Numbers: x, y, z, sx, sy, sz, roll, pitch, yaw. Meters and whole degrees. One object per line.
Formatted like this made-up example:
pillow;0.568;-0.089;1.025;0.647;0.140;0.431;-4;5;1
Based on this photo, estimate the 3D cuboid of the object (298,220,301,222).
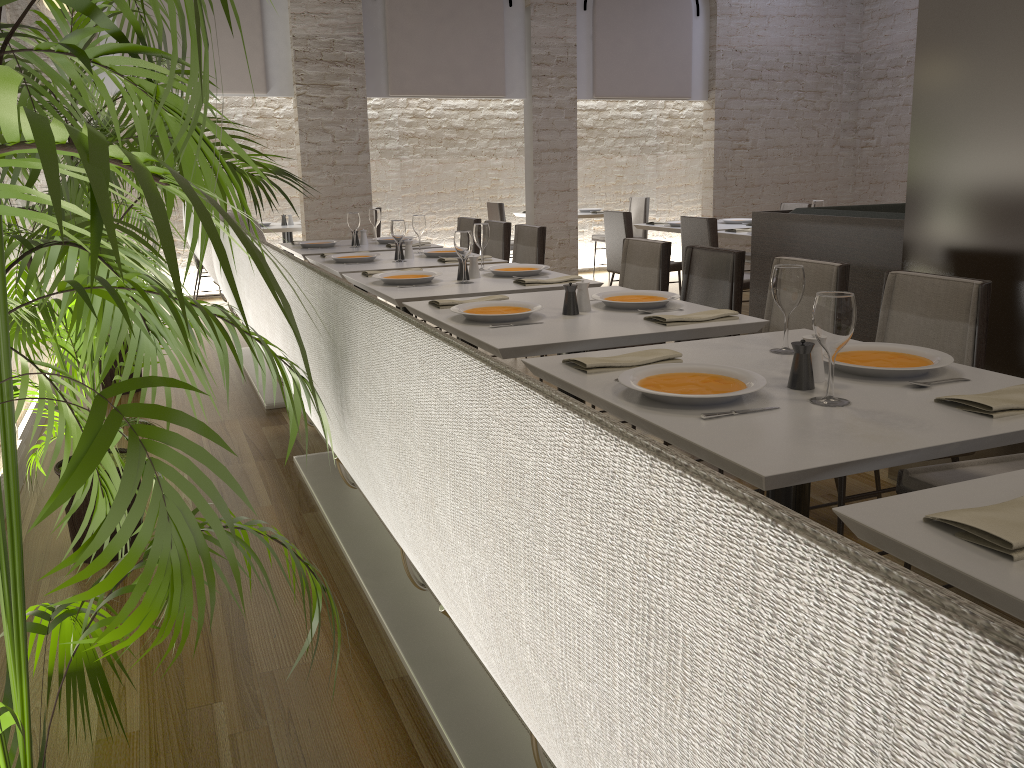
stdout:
object;-1.986;-1.616;8.851;0.322;0.036;0.324;2;14;13

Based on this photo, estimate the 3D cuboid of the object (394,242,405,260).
object;-0.644;-0.765;5.057;0.059;0.108;0.060;2;12;13

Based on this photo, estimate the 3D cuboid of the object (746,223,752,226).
object;2.057;-1.297;7.198;0.273;0.033;0.143;-7;15;-22

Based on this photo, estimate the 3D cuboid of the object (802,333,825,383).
object;0.694;-0.063;2.042;0.059;0.108;0.060;-8;14;-30

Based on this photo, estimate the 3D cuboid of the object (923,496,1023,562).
object;0.724;0.184;1.217;0.273;0.033;0.143;-7;15;-22

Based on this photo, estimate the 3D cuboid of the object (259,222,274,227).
object;-2.484;-1.557;8.655;0.322;0.036;0.324;2;14;13

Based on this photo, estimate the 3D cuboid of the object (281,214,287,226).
object;-2.233;-1.607;8.675;0.059;0.108;0.060;-6;13;-20

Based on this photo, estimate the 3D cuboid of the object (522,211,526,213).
object;0.270;-1.966;10.118;0.273;0.033;0.143;-7;15;-22

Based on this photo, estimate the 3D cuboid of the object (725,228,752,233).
object;1.744;-1.148;6.610;0.273;0.033;0.143;-7;15;-22

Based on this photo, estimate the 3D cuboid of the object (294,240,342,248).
object;-1.329;-0.956;6.072;0.321;0.036;0.324;2;14;15

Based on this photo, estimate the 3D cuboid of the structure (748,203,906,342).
structure;4.542;0.476;0.786;2.375;0.992;10.824;-7;15;-21

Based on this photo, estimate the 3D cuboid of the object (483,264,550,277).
object;0.022;-0.539;4.230;0.321;0.036;0.324;2;14;15

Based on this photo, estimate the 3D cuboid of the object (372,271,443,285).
object;-0.476;-0.480;4.034;0.321;0.036;0.324;2;14;15

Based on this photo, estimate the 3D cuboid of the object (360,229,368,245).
object;-1.031;-1.024;6.160;0.059;0.108;0.060;2;12;13

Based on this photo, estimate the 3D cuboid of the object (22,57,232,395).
object;-2.298;-0.918;5.160;1.150;1.959;1.193;-12;16;-40

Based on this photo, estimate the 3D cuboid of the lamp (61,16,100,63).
lamp;-2.191;-2.605;4.280;0.178;2.024;0.178;-12;16;-42

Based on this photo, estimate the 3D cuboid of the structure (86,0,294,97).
structure;-2.717;-3.287;7.438;1.636;1.661;0.098;-6;13;-22

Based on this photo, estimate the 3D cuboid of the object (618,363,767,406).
object;0.396;0.005;1.954;0.323;0.036;0.323;-14;19;-43

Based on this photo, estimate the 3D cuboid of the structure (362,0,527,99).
structure;-0.627;-3.537;8.272;1.636;1.661;0.098;-6;13;-22

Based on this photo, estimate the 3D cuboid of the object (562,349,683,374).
object;0.282;-0.063;2.273;0.273;0.033;0.143;-7;15;-22

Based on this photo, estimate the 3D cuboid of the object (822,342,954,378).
object;0.893;-0.054;2.151;0.323;0.036;0.323;-14;19;-43

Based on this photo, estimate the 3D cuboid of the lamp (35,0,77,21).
lamp;-1.663;-2.311;3.020;0.178;2.024;0.178;-12;16;-42

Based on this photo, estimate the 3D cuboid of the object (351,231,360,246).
object;-1.078;-1.006;6.092;0.059;0.108;0.060;2;12;13

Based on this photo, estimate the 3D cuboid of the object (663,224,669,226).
object;1.352;-1.351;7.488;0.181;0.015;0.038;-6;14;-20

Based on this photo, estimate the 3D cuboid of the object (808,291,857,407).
object;0.664;-0.074;1.837;0.086;0.229;0.087;3;12;20

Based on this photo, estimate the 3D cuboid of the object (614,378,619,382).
object;0.325;-0.025;2.115;0.181;0.015;0.038;-6;14;-20

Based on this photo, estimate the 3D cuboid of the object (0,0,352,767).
object;-0.608;0.032;1.090;1.145;1.959;1.198;1;12;8

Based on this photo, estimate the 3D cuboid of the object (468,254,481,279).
object;-0.177;-0.548;4.122;0.059;0.108;0.060;2;12;13

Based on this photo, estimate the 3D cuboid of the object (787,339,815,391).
object;0.646;-0.046;1.975;0.059;0.108;0.060;-8;14;-30

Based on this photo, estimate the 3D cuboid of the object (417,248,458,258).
object;-0.398;-0.773;5.233;0.321;0.036;0.324;2;14;15

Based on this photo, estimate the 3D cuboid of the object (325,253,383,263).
object;-0.895;-0.714;5.036;0.321;0.036;0.324;2;14;15

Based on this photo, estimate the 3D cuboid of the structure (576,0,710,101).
structure;1.333;-3.770;9.055;1.636;1.661;0.098;-6;13;-22

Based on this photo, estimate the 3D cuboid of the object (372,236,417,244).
object;-0.832;-1.015;6.268;0.321;0.036;0.324;2;14;15

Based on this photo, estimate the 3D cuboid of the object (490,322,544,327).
object;0.016;-0.194;2.851;0.185;0.010;0.017;-7;14;-22

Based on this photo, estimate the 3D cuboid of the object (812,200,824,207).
object;2.152;-1.176;6.243;0.086;0.229;0.087;0;12;8

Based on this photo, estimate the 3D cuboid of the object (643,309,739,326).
object;0.583;-0.219;2.889;0.273;0.033;0.143;-7;15;-22

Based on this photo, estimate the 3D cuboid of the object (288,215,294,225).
object;-2.185;-1.625;8.743;0.059;0.108;0.060;-6;13;-20

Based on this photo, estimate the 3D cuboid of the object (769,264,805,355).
object;0.727;-0.198;2.343;0.086;0.229;0.087;3;12;20

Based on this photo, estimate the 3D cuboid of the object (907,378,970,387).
object;0.959;-0.007;1.984;0.181;0.015;0.038;-6;14;-20

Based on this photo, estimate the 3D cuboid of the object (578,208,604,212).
object;0.881;-1.957;9.996;0.322;0.036;0.324;2;14;13

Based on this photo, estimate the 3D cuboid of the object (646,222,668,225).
object;1.310;-1.389;7.646;0.273;0.033;0.143;-7;15;-22

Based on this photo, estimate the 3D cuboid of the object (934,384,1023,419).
object;1.029;0.029;1.825;0.273;0.033;0.143;-7;15;-22

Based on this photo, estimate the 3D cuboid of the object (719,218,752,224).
object;1.921;-1.381;7.524;0.322;0.036;0.324;5;15;23

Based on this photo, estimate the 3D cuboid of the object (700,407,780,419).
object;0.462;0.054;1.788;0.185;0.010;0.017;-7;14;-22

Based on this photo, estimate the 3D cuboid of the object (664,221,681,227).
object;1.423;-1.322;7.327;0.322;0.036;0.324;5;15;23

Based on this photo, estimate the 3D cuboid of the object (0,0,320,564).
object;-1.375;-0.394;2.916;1.189;1.959;1.154;3;13;18

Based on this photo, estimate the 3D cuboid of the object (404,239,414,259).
object;-0.597;-0.782;5.124;0.059;0.108;0.060;2;12;13

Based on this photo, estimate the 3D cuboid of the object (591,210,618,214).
object;1.017;-1.874;9.670;0.273;0.033;0.143;-7;15;-22

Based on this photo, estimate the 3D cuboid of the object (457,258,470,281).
object;-0.225;-0.531;4.054;0.059;0.108;0.060;2;12;13
